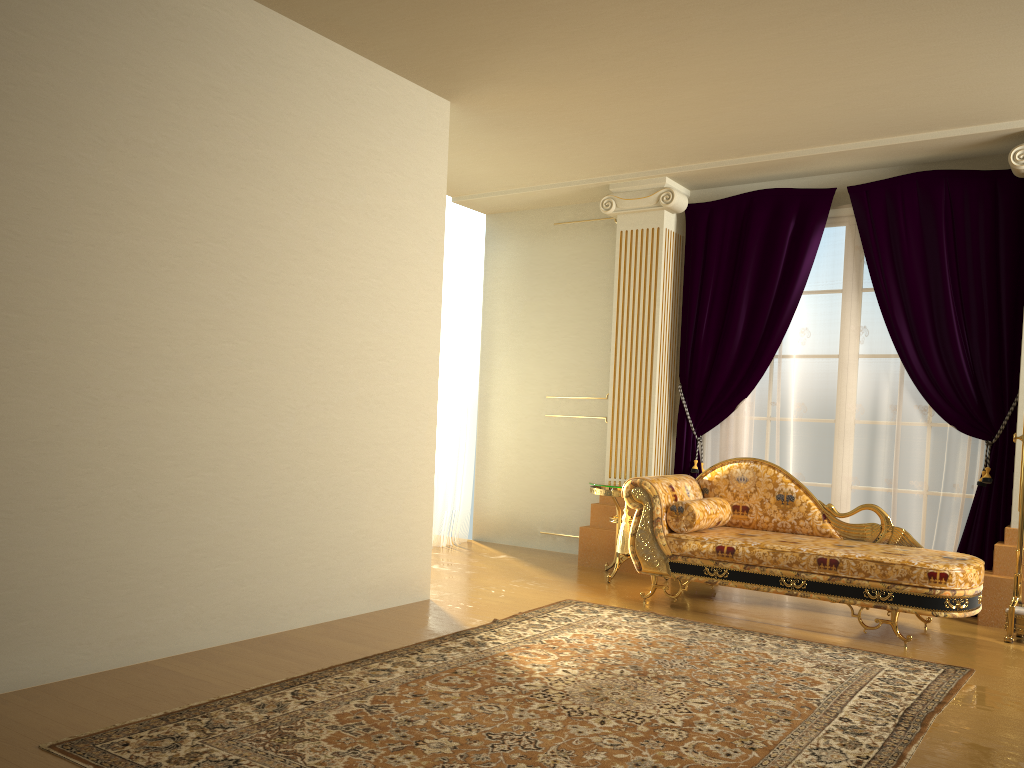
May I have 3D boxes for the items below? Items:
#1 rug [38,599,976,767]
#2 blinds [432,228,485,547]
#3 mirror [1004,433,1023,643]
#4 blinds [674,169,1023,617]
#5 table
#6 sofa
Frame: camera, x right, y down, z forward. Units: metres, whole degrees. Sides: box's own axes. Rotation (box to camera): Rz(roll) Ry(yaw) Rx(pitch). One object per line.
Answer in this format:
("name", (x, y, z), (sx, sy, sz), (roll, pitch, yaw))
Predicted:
("rug", (0.337, 1.171, 3.290), (2.114, 0.017, 3.083), (1, -3, 34))
("blinds", (-0.862, 0.013, 6.513), (0.163, 2.508, 2.168), (4, 1, 37))
("mirror", (2.808, 0.487, 4.435), (0.540, 1.702, 0.243), (4, 2, 44))
("blinds", (2.091, 0.036, 5.732), (2.231, 2.656, 0.339), (3, 1, 35))
("table", (0.788, 0.992, 5.937), (0.571, 0.644, 0.571), (3, 0, -11))
("sofa", (1.564, 0.867, 4.922), (1.890, 0.872, 0.694), (1, -1, 34))
